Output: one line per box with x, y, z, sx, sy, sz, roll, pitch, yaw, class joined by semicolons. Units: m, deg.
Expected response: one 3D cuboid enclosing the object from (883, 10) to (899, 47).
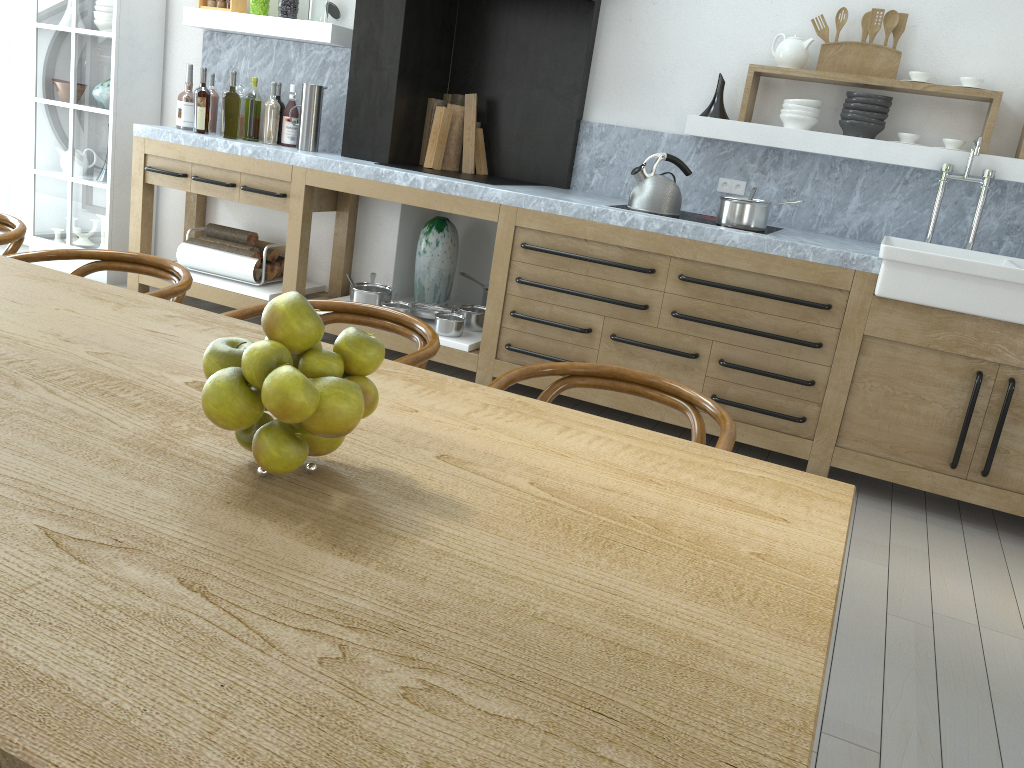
1.706;-1.550;4.052;0.068;0.296;0.039;14;15;21;object

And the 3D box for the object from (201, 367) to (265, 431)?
-0.314;0.017;1.003;0.070;0.072;0.072;5;16;-13;object

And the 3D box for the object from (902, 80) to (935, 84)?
1.841;-1.360;4.019;0.164;0.012;0.164;21;20;37;object

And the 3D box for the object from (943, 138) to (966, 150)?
1.994;-1.078;4.005;0.099;0.048;0.099;14;16;18;object

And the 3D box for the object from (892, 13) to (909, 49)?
1.747;-1.544;4.055;0.058;0.292;0.030;14;15;21;object

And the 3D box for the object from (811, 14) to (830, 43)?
1.480;-1.599;4.160;0.200;0.257;0.016;18;17;31;object

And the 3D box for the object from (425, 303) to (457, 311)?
-0.366;-0.394;4.663;0.170;0.035;0.061;15;17;21;object

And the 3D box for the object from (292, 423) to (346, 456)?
-0.241;0.049;1.084;0.078;0.073;0.081;2;16;-23;object

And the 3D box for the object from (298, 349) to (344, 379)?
-0.224;-0.018;1.042;0.052;0.050;0.053;7;15;-7;object

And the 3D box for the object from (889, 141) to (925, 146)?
1.816;-1.102;4.080;0.164;0.012;0.164;21;20;37;object

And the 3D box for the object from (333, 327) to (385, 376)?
-0.185;-0.038;1.074;0.062;0.059;0.062;15;16;21;object

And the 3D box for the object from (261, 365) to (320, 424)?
-0.240;0.011;0.961;0.062;0.063;0.063;4;16;-15;object

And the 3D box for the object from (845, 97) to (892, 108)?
1.642;-1.275;4.103;0.206;0.083;0.206;-5;20;-39;object

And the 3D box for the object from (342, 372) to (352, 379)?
-0.217;-0.006;1.107;0.062;0.059;0.062;16;17;25;object

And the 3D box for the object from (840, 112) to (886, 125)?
1.625;-1.205;4.121;0.205;0.086;0.207;-1;18;-30;object

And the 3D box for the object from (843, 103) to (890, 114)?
1.634;-1.251;4.108;0.206;0.072;0.207;11;16;9;object

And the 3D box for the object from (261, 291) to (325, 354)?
-0.256;-0.071;1.037;0.072;0.074;0.073;15;16;21;object

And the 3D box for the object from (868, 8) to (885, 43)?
1.648;-1.565;4.072;0.057;0.297;0.019;14;15;21;object

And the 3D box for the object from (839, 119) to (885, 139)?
1.621;-1.180;4.127;0.206;0.072;0.207;11;16;9;object

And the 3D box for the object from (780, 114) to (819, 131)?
1.364;-1.244;4.230;0.181;0.063;0.182;-7;22;-44;object

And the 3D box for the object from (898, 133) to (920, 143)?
1.820;-1.124;4.074;0.099;0.048;0.099;14;16;18;object

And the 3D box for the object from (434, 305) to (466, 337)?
-0.288;-0.306;4.405;0.154;0.112;0.262;14;17;20;object

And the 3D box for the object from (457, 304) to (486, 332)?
-0.149;-0.350;4.600;0.309;0.133;0.183;-6;21;-42;object

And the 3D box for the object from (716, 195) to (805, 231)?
1.097;-0.745;3.899;0.394;0.169;0.234;9;15;1;object

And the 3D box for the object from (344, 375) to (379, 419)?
-0.186;0.016;1.062;0.053;0.052;0.051;12;15;13;object

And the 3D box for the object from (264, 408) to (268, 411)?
-0.303;0.008;1.107;0.059;0.055;0.060;13;16;16;object

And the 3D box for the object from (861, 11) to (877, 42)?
1.625;-1.578;4.102;0.061;0.297;0.040;14;15;19;object

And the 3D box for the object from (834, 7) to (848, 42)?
1.517;-1.607;4.145;0.055;0.297;0.028;14;15;21;object

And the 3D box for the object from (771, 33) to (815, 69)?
1.326;-1.578;4.215;0.168;0.168;0.175;10;15;5;object

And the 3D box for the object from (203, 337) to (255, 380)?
-0.330;-0.021;1.054;0.072;0.063;0.071;13;16;14;object

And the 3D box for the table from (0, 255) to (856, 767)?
-1.263;0.228;1.560;3.357;0.793;1.023;15;16;21;table

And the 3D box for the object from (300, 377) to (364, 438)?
-0.207;0.025;1.011;0.077;0.076;0.077;6;15;-11;object

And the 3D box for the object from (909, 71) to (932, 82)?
1.845;-1.383;4.014;0.099;0.048;0.099;14;16;18;object

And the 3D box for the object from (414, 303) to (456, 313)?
-0.402;-0.385;4.598;0.248;0.045;0.041;14;16;20;object

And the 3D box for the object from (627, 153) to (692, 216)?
0.670;-0.922;4.050;0.247;0.266;0.247;18;18;30;object

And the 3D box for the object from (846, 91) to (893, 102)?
1.646;-1.302;4.099;0.206;0.079;0.206;16;17;23;object

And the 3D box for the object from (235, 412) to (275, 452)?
-0.308;0.058;1.072;0.051;0.050;0.050;16;17;24;object

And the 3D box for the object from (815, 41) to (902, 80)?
1.609;-1.501;4.113;0.354;0.156;0.084;15;16;21;object

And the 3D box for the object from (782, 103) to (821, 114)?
1.373;-1.287;4.218;0.182;0.068;0.181;21;20;37;object

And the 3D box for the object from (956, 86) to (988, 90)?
2.035;-1.309;3.943;0.164;0.012;0.164;21;20;37;object

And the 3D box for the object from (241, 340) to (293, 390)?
-0.275;-0.022;0.996;0.053;0.057;0.058;19;18;35;object

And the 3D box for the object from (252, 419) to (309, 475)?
-0.265;0.072;1.017;0.064;0.063;0.063;18;18;31;object

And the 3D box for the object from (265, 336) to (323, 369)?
-0.270;-0.041;1.095;0.072;0.070;0.066;6;15;-9;object

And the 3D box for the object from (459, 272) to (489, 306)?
-0.088;-0.481;4.981;0.268;0.196;0.459;-1;19;-33;object

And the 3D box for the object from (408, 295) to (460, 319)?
-0.427;-0.419;4.718;0.263;0.052;0.512;8;16;-2;object

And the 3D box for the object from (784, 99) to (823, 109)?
1.378;-1.314;4.210;0.181;0.075;0.182;-1;18;-30;object

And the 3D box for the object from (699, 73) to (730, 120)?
1.020;-1.419;4.372;0.156;0.217;0.157;9;15;3;object

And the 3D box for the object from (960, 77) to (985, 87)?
2.039;-1.331;3.937;0.099;0.048;0.099;14;16;18;object

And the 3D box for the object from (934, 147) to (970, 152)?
1.990;-1.056;4.011;0.164;0.012;0.164;21;20;37;object

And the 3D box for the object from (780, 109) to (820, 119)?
1.367;-1.265;4.225;0.181;0.065;0.182;-1;18;-30;object

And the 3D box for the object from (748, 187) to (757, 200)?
1.041;-0.796;3.951;0.051;0.165;0.237;13;16;16;object

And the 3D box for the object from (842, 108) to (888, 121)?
1.629;-1.229;4.108;0.205;0.086;0.207;1;17;-25;object
